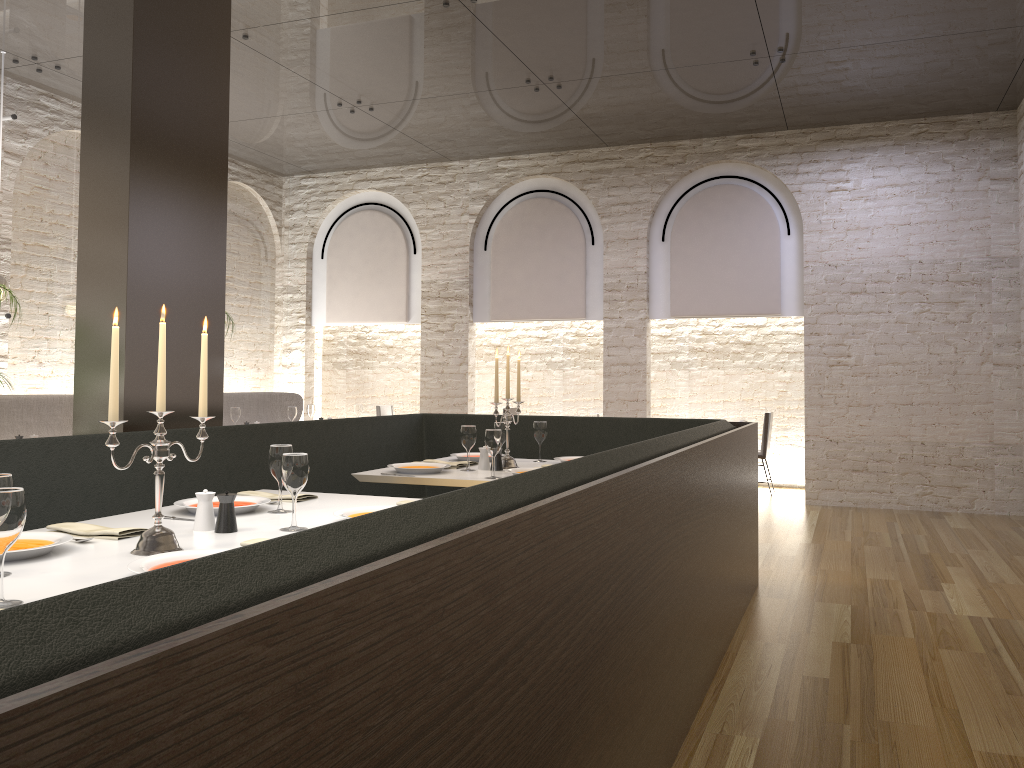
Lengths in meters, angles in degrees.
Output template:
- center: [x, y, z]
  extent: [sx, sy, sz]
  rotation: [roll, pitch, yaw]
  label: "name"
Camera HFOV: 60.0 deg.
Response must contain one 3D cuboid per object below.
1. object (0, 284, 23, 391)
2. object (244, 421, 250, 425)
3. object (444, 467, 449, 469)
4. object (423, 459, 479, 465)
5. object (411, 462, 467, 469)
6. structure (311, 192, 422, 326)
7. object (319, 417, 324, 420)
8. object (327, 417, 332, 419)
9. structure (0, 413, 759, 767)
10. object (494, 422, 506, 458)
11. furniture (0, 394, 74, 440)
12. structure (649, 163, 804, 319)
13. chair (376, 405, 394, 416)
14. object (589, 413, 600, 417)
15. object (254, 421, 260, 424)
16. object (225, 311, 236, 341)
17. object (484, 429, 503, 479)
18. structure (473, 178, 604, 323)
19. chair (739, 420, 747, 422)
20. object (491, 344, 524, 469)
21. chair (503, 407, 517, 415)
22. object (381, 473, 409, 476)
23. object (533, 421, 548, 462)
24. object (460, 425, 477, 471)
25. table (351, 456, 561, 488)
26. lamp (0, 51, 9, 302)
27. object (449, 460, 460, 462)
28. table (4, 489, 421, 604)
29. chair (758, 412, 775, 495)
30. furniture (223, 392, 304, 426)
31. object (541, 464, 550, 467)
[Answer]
- center: [-4.280, 0.198, 6.530]
  extent: [1.144, 1.978, 1.187]
  rotation: [1, -2, -28]
  label: "object"
- center: [-2.273, 0.373, 7.589]
  extent: [0.059, 0.109, 0.059]
  rotation: [2, -2, -33]
  label: "object"
- center: [-0.407, 0.435, 4.638]
  extent: [0.181, 0.015, 0.038]
  rotation: [0, 0, 22]
  label: "object"
- center: [-0.336, 0.435, 4.875]
  extent: [0.273, 0.033, 0.142]
  rotation: [0, 0, 21]
  label: "object"
- center: [-0.391, 0.435, 4.731]
  extent: [0.273, 0.033, 0.142]
  rotation: [0, 0, 21]
  label: "object"
- center: [-1.806, -1.579, 11.104]
  extent: [1.633, 1.678, 0.097]
  rotation: [0, -2, 21]
  label: "structure"
- center: [-1.865, 0.376, 8.652]
  extent: [0.059, 0.109, 0.059]
  rotation: [2, -2, -33]
  label: "object"
- center: [-1.783, 0.376, 8.670]
  extent: [0.059, 0.109, 0.059]
  rotation: [2, -2, -33]
  label: "object"
- center: [-1.527, 0.697, 0.828]
  extent: [2.371, 1.002, 10.736]
  rotation: [0, 0, 21]
  label: "structure"
- center: [-0.062, 0.331, 4.979]
  extent: [0.086, 0.231, 0.086]
  rotation: [2, -2, -33]
  label: "object"
- center: [-3.995, 0.629, 5.128]
  extent: [0.709, 1.099, 4.471]
  rotation: [0, 0, 21]
  label: "furniture"
- center: [2.284, -1.549, 9.535]
  extent: [1.633, 1.678, 0.097]
  rotation: [0, -2, 21]
  label: "structure"
- center: [-1.468, 0.739, 11.624]
  extent: [0.565, 0.907, 0.411]
  rotation: [0, -2, 21]
  label: "chair"
- center: [0.609, 0.334, 6.567]
  extent: [0.086, 0.231, 0.086]
  rotation: [2, -3, -39]
  label: "object"
- center: [-2.191, 0.374, 7.606]
  extent: [0.059, 0.109, 0.059]
  rotation: [2, -2, -33]
  label: "object"
- center: [-3.382, 0.203, 8.822]
  extent: [1.145, 1.978, 1.186]
  rotation: [0, -2, 2]
  label: "object"
- center: [-0.088, 0.331, 4.195]
  extent: [0.086, 0.231, 0.086]
  rotation: [2, -2, -33]
  label: "object"
- center: [0.305, -1.564, 10.294]
  extent: [1.633, 1.678, 0.097]
  rotation: [0, -2, 21]
  label: "structure"
- center: [1.701, 0.764, 7.528]
  extent: [0.565, 0.907, 0.411]
  rotation: [0, -2, 21]
  label: "chair"
- center: [-0.023, 0.117, 4.711]
  extent: [0.131, 0.658, 0.389]
  rotation: [-1, -2, 32]
  label: "object"
- center: [-0.243, 0.748, 11.154]
  extent: [0.565, 0.907, 0.411]
  rotation: [0, -2, 21]
  label: "chair"
- center: [-0.549, 0.437, 4.269]
  extent: [0.185, 0.010, 0.017]
  rotation: [0, -1, 21]
  label: "object"
- center: [0.162, 0.332, 5.094]
  extent: [0.086, 0.231, 0.086]
  rotation: [1, -2, -9]
  label: "object"
- center: [-0.225, 0.330, 4.555]
  extent: [0.086, 0.231, 0.086]
  rotation: [2, -2, -33]
  label: "object"
- center: [-0.066, 0.826, 4.683]
  extent: [1.100, 0.761, 1.187]
  rotation: [0, -1, 21]
  label: "table"
- center: [-4.118, -1.664, 7.124]
  extent: [0.178, 2.044, 0.177]
  rotation: [0, -2, 0]
  label: "lamp"
- center: [-0.271, 0.439, 4.992]
  extent: [0.185, 0.010, 0.017]
  rotation: [0, -1, 21]
  label: "object"
- center: [-0.982, 0.821, 2.299]
  extent: [1.100, 0.761, 2.536]
  rotation: [0, 0, 21]
  label: "table"
- center: [2.666, 0.769, 10.038]
  extent: [0.565, 0.907, 0.411]
  rotation: [0, -2, 21]
  label: "chair"
- center: [-2.677, 0.637, 8.557]
  extent: [0.707, 1.099, 2.582]
  rotation: [0, -1, 21]
  label: "furniture"
- center: [0.304, 0.440, 4.622]
  extent: [0.273, 0.033, 0.142]
  rotation: [0, 0, 21]
  label: "object"
